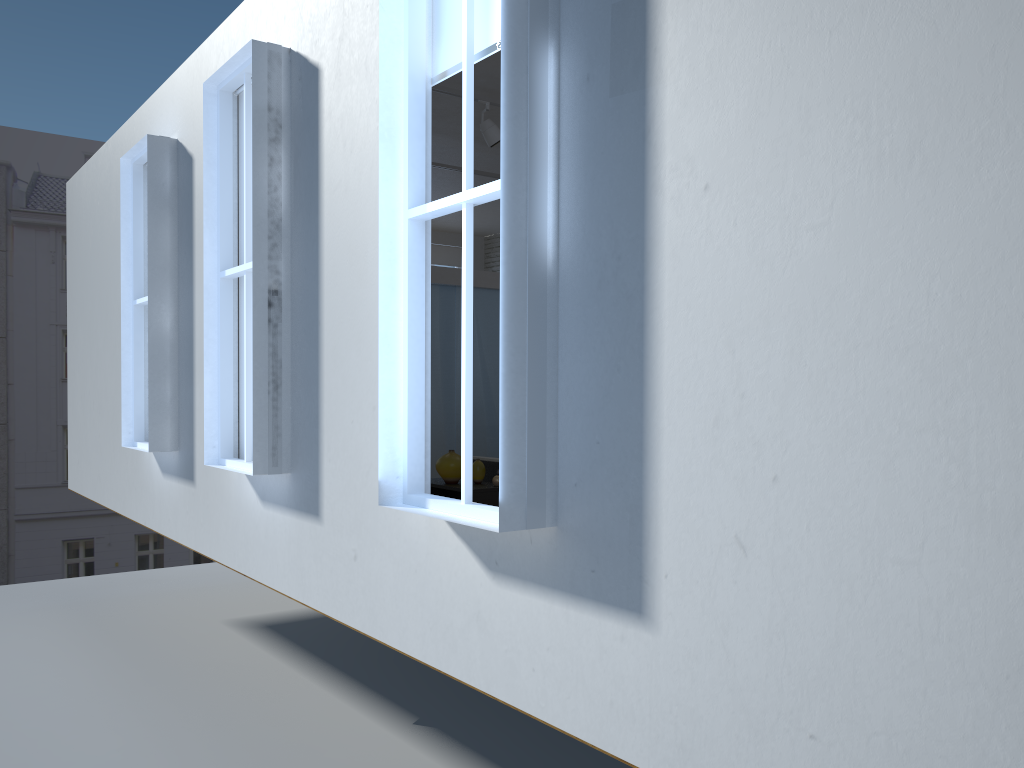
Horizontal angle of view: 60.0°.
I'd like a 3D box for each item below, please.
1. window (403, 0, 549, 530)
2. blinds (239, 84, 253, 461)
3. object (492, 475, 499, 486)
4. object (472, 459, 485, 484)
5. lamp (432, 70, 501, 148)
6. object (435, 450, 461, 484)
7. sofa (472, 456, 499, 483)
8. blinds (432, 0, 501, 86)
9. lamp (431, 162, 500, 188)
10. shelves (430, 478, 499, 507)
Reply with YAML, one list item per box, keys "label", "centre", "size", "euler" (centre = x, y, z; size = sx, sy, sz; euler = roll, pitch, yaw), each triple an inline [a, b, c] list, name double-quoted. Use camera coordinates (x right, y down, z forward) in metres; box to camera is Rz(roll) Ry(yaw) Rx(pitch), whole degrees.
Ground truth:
- label: "window"
  centre: [-0.149, -0.622, 2.987]
  size: [0.074, 2.130, 0.774]
  euler: [-1, 1, -36]
- label: "blinds"
  centre: [-1.338, -0.609, 4.755]
  size: [0.007, 2.112, 0.761]
  euler: [-1, 1, -36]
- label: "object"
  centre: [-0.088, 0.587, 5.554]
  size: [0.071, 0.104, 0.071]
  euler: [0, 1, -9]
- label: "object"
  centre: [-0.219, 0.560, 5.697]
  size: [0.095, 0.160, 0.095]
  euler: [0, 1, 5]
- label: "lamp"
  centre: [0.529, -1.877, 6.634]
  size: [3.118, 0.487, 0.223]
  euler: [1, 1, -36]
- label: "object"
  centre: [-0.389, 0.532, 5.702]
  size: [0.207, 0.215, 0.207]
  euler: [0, 0, 5]
- label: "sofa"
  centre: [0.302, 0.779, 7.059]
  size: [5.337, 0.679, 9.721]
  euler: [1, -1, -36]
- label: "blinds"
  centre: [-0.080, -1.397, 3.017]
  size: [0.007, 0.557, 0.761]
  euler: [-1, 1, -36]
- label: "lamp"
  centre: [-0.441, -1.869, 8.022]
  size: [3.117, 0.487, 0.205]
  euler: [1, 1, -39]
- label: "shelves"
  centre: [-0.333, 0.866, 5.738]
  size: [0.349, 0.451, 0.729]
  euler: [0, 0, -36]
